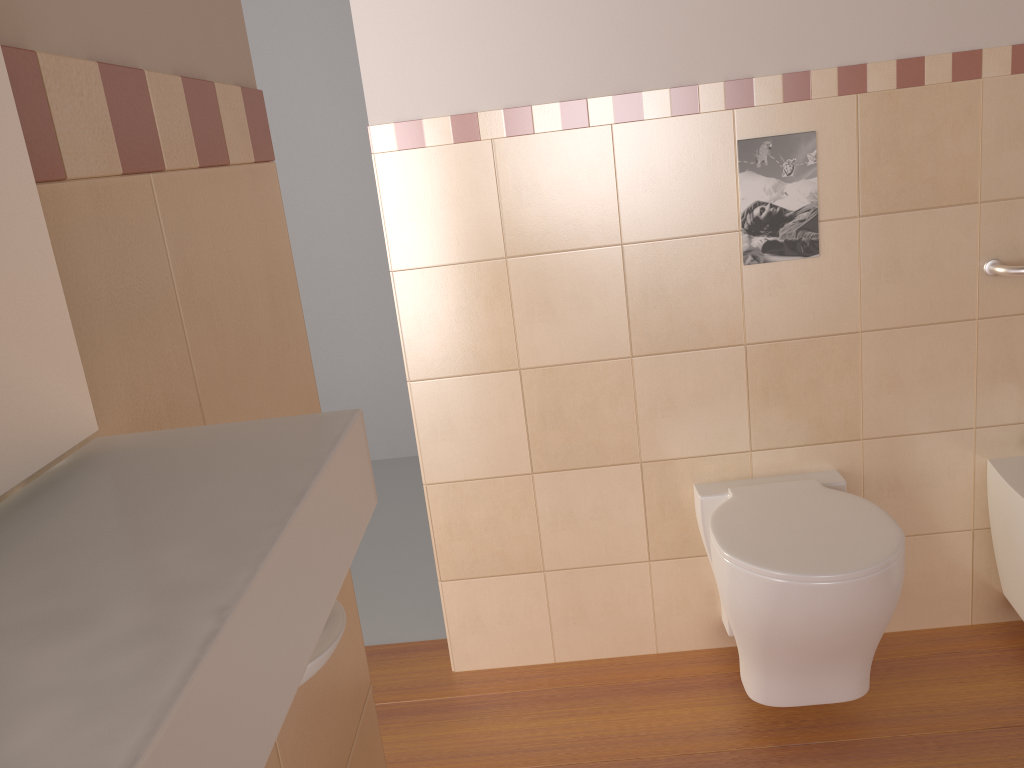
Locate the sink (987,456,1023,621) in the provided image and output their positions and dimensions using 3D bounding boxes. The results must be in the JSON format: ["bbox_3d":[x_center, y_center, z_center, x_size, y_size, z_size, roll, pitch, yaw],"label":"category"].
[{"bbox_3d":[1.286,0.346,1.924,0.335,0.517,0.515,-6,15,3],"label":"sink"}]

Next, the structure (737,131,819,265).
[{"bbox_3d":[0.599,-0.414,1.990,0.170,0.279,0.005,-6,15,3],"label":"structure"}]

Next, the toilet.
[{"bbox_3d":[0.635,0.475,1.967,0.375,0.400,0.534,-6,15,3],"label":"toilet"}]

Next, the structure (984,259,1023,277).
[{"bbox_3d":[1.222,-0.268,1.976,0.295,0.042,0.091,-6,15,3],"label":"structure"}]

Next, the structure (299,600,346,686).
[{"bbox_3d":[-0.142,0.161,0.526,0.092,0.029,0.117,-6,15,3],"label":"structure"}]

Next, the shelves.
[{"bbox_3d":[-0.145,0.117,0.174,0.138,0.050,0.554,-6,15,3],"label":"shelves"}]

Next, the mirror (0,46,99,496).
[{"bbox_3d":[-0.247,-0.291,0.063,0.008,0.799,0.502,-6,15,3],"label":"mirror"}]
